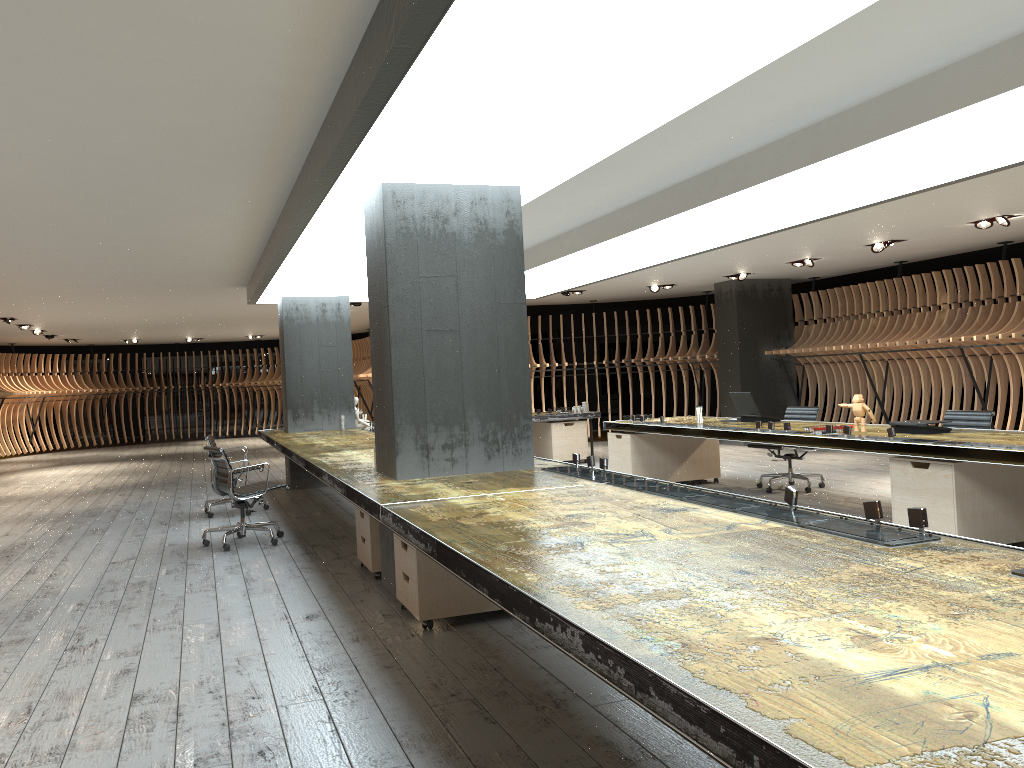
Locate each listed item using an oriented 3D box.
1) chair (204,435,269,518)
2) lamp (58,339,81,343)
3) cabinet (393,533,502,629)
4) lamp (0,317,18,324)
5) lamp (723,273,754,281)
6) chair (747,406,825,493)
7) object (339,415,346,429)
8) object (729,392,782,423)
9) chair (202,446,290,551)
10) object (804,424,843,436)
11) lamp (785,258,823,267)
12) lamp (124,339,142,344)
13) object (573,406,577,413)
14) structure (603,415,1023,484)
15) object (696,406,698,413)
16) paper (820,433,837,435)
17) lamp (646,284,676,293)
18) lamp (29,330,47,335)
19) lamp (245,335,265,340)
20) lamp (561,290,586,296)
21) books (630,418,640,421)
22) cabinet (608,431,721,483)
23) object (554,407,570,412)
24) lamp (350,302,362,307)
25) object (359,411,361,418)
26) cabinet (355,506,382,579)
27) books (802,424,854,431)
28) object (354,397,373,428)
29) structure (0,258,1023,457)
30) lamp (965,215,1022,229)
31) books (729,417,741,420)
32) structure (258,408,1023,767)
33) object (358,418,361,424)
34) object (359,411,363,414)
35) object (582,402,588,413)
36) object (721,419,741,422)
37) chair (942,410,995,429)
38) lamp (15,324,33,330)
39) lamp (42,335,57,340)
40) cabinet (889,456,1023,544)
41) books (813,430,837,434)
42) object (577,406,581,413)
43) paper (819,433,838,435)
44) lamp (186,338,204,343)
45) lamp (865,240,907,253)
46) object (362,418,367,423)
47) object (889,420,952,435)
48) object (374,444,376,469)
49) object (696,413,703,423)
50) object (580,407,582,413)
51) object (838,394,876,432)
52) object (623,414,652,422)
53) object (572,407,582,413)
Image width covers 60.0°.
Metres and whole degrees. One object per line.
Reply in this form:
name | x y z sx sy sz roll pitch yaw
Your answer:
chair | -3.015 0.976 9.694 0.668 0.859 0.693 -3 0 -23
lamp | -10.633 -1.122 21.371 0.269 0.279 0.493 -3 0 21
cabinet | -0.068 0.976 5.153 1.132 0.630 0.593 -3 0 -20
lamp | -8.728 -1.165 15.321 0.269 0.295 0.492 -3 0 -20
lamp | 3.597 -1.772 14.107 0.269 0.293 0.492 -3 0 -26
chair | 2.893 0.683 9.371 0.668 0.859 0.693 -3 0 -33
object | -2.253 0.506 11.787 0.079 0.188 0.079 -3 0 -5
object | 2.469 0.229 8.998 0.365 0.316 0.372 -3 0 -20
chair | -2.313 0.955 7.739 0.668 0.859 0.693 -3 0 -43
object | 2.491 0.371 7.063 0.302 0.074 0.216 -3 0 -25
lamp | 4.144 -1.789 12.609 0.269 0.292 0.492 -3 0 -20
lamp | -9.774 -1.167 22.692 0.269 0.293 0.493 -3 0 44
object | 0.948 0.386 13.290 0.062 0.109 0.062 -3 0 43
structure | 3.377 0.693 5.684 1.162 0.844 10.448 -3 0 -20
object | 1.964 0.315 9.384 0.007 0.170 0.030 -3 -1 37
paper | 2.495 0.393 7.063 0.176 0.004 0.130 -3 0 -15
lamp | 2.575 -1.730 15.281 0.492 0.292 0.269 -3 0 25
lamp | -9.795 -1.136 18.326 0.269 0.291 0.492 -3 0 -20
lamp | -6.859 -1.318 23.641 0.492 0.294 0.269 -3 0 8
lamp | 1.032 -1.654 15.456 0.493 0.294 0.269 -3 0 -13
books | 1.452 0.410 10.275 0.155 0.025 0.110 -3 0 -25
cabinet | 1.757 0.849 10.233 1.132 0.630 0.593 -3 0 -20
object | 0.785 0.406 13.990 0.217 0.074 0.302 -3 0 -15
lamp | -2.733 -1.465 15.455 0.269 0.295 0.492 -3 0 -20
object | -2.153 0.478 12.500 0.084 0.240 0.009 -2 -1 -43
cabinet | -0.520 0.989 6.428 1.132 0.630 0.593 -3 0 -20
books | 2.697 0.373 7.583 0.366 0.026 0.213 -3 0 -9
object | -2.019 0.387 12.341 0.431 0.429 0.195 -3 0 -24
structure | -0.445 -0.005 8.894 14.886 2.440 36.542 -3 0 -20
lamp | 5.210 -1.823 9.604 0.269 0.288 0.492 -3 0 -20
books | 2.381 0.362 9.304 0.186 0.027 0.112 -3 0 -35
structure | 1.576 0.786 5.270 4.837 0.844 18.469 -3 0 -20
object | -2.188 0.538 12.485 0.108 0.128 0.108 -3 0 -5
object | -2.165 0.493 12.552 0.138 0.209 0.034 -3 -1 -40
object | 1.130 0.371 13.245 0.088 0.204 0.262 -3 0 -21
object | 2.344 0.382 9.330 0.213 0.019 0.219 -3 0 -35
chair | 3.595 0.663 7.322 0.668 0.859 0.693 -3 0 -28
lamp | -9.261 -1.151 16.823 0.269 0.293 0.492 -3 0 -20
lamp | -10.328 -1.124 19.828 0.269 0.283 0.492 -3 0 -20
cabinet | 3.312 0.800 6.183 1.132 0.630 0.593 -3 0 -20
books | 2.487 0.381 7.064 0.155 0.025 0.110 -3 0 -25
object | 1.002 0.384 13.244 0.062 0.109 0.062 -3 0 43
paper | 2.495 0.393 7.063 0.176 0.004 0.130 -3 0 -13
lamp | -8.432 -1.241 23.528 0.493 0.291 0.269 -3 0 -15
lamp | 4.677 -1.807 11.107 0.269 0.288 0.492 -3 0 -20
object | -2.088 0.540 12.565 0.061 0.111 0.061 -3 0 -31
object | 3.107 0.328 6.745 0.262 0.088 0.372 -3 0 -20
object | -0.861 0.390 6.053 0.129 0.383 0.239 -3 0 -20
object | 1.986 0.359 9.388 0.061 0.111 0.061 -3 0 14
object | 1.015 0.382 13.314 0.062 0.109 0.062 -3 0 43
object | 2.783 0.235 7.203 0.097 0.300 0.320 -3 0 -36
object | 1.456 0.399 10.274 0.302 0.074 0.216 -3 0 -25
object | 0.999 0.393 13.323 0.175 0.089 0.289 -3 0 -4
